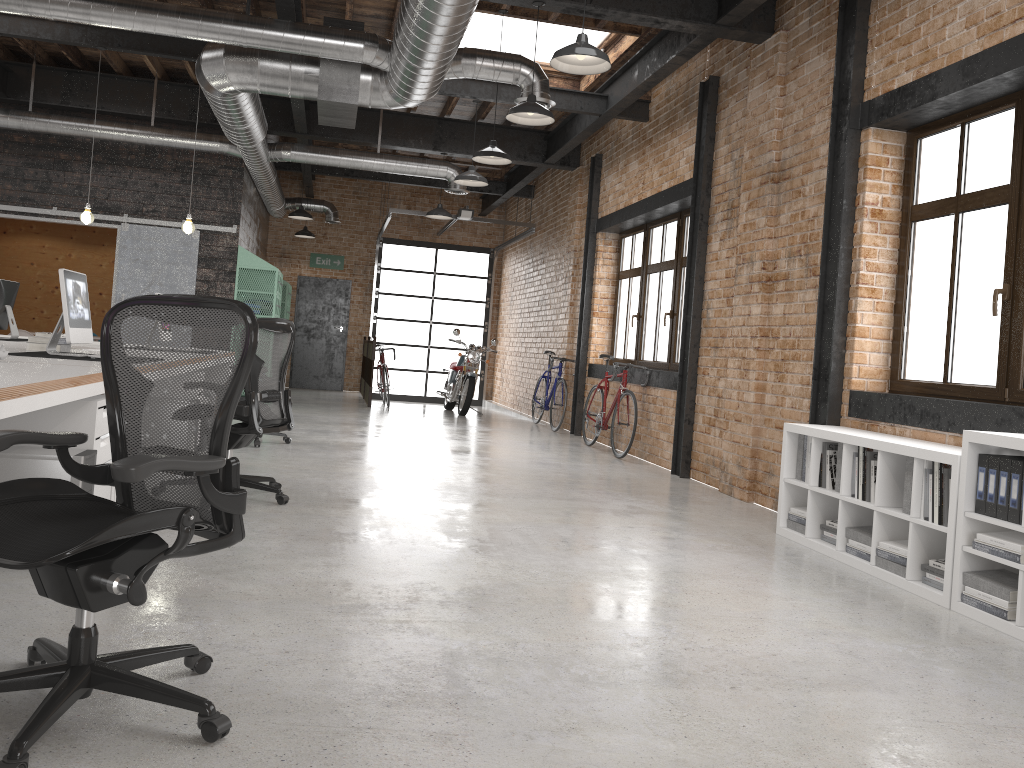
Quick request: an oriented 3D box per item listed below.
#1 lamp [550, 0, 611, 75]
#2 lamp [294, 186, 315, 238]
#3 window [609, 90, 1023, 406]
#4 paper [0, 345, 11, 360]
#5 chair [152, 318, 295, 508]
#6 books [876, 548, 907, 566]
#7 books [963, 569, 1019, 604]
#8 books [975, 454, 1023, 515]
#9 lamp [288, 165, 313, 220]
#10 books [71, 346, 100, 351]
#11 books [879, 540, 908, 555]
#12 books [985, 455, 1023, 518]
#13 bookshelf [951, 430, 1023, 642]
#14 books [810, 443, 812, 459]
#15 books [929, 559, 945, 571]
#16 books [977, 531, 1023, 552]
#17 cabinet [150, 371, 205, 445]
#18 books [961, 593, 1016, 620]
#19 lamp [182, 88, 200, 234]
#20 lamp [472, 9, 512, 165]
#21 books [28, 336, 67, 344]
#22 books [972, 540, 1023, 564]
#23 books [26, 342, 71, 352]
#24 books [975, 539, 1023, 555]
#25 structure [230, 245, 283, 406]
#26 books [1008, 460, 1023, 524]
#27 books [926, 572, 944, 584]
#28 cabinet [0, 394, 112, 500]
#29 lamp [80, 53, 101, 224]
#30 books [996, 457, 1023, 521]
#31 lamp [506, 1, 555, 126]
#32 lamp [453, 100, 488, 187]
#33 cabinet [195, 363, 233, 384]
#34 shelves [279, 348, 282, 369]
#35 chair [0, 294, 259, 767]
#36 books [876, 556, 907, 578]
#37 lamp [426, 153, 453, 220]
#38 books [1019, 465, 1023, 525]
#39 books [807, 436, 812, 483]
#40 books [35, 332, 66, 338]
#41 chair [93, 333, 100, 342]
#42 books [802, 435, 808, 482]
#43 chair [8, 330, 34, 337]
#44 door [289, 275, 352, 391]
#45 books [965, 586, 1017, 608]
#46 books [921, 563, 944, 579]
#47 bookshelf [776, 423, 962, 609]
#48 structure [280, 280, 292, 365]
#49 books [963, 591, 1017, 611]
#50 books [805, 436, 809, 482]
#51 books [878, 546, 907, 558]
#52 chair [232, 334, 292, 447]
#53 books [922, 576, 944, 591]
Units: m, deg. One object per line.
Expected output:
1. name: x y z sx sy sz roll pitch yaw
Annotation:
1. lamp: 0.453 -2.552 5.211 0.361 1.364 0.362 5 -1 -39
2. lamp: -3.547 -3.224 15.397 0.361 1.339 0.362 5 -1 -34
3. window: 2.147 -0.842 6.859 0.147 1.691 8.644 5 2 -12
4. paper: -2.983 -0.190 4.034 1.077 0.105 0.974 6 3 42
5. chair: -1.662 0.132 5.248 0.792 1.086 0.770 4 0 -3
6. books: 1.979 0.854 4.390 0.206 0.067 0.275 4 2 -12
7. books: 2.112 0.861 3.789 0.217 0.078 0.291 4 2 -12
8. books: 2.161 0.445 3.891 0.232 0.261 0.062 4 -1 -12
9. lamp: -3.046 -3.096 12.978 0.361 1.339 0.362 5 -1 -34
10. books: -3.103 -0.258 6.415 0.244 0.019 0.205 5 2 26
11. books: 1.987 0.810 4.380 0.214 0.052 0.252 4 2 -12
12. books: 2.174 0.448 3.829 0.232 0.261 0.062 4 -1 -12
13. bookshelf: 2.326 0.656 3.216 0.400 0.800 1.545 4 1 -12
14. books: 1.861 0.485 5.254 0.182 0.262 0.056 4 -1 -7
15. books: 2.086 0.843 4.076 0.198 0.054 0.240 4 2 -11
16. books: 2.138 0.661 3.727 0.214 0.046 0.251 4 2 -12
17. cabinet: -2.650 0.218 6.802 0.459 0.648 0.388 4 0 -12
18. books: 2.101 0.942 3.781 0.206 0.061 0.274 4 2 -12
19. lamp: -3.098 -2.301 8.650 0.123 1.679 0.123 5 -1 -14
20. lamp: -0.130 -2.701 8.025 0.362 1.364 0.362 4 -1 -4
21. books: -2.938 -0.281 5.683 0.193 0.044 0.257 5 2 6
22. books: 2.129 0.704 3.738 0.206 0.061 0.274 4 2 -12
23. books: -2.961 -0.235 5.663 0.200 0.050 0.272 4 2 -14
24. books: 2.136 0.679 3.731 0.219 0.034 0.260 4 2 -12
25. structure: -3.478 -0.771 12.102 0.556 2.101 1.118 5 0 -12
26. books: 2.200 0.455 3.702 0.232 0.261 0.062 4 -1 -12
27. books: 2.059 0.902 4.083 0.163 0.047 0.239 4 2 -11
28. cabinet: -2.048 0.372 3.900 0.459 0.648 0.388 4 0 -12
29. lamp: -3.996 -2.363 8.464 0.123 1.679 0.123 5 -1 -14
30. books: 2.187 0.452 3.765 0.232 0.261 0.062 4 -1 -12
31. lamp: 0.166 -2.368 6.503 0.362 0.857 0.361 4 0 11
32. lamp: -0.394 -2.511 9.201 0.362 0.857 0.361 4 0 6
33. cabinet: -3.085 0.107 8.900 0.459 0.648 0.388 4 0 -12
34. shelves: -3.809 -0.230 13.578 0.567 0.856 0.986 4 1 -12
35. chair: -1.022 0.293 2.238 0.771 1.086 0.792 4 0 12
36. books: 1.980 0.905 4.398 0.217 0.072 0.290 4 2 -12
37. lamp: -0.940 -2.650 11.832 0.361 0.857 0.362 5 0 -34
38. books: 2.213 0.458 3.639 0.232 0.261 0.062 4 -1 -12
39. books: 1.900 0.465 5.298 0.258 0.305 0.040 4 -1 -7
40. books: -2.951 -0.314 5.681 0.152 0.030 0.185 4 2 -14
41. chair: -6.856 -0.443 14.166 0.617 0.778 0.581 4 0 -17
42. books: 1.887 0.448 5.351 0.249 0.333 0.060 4 -1 -7
43. chair: -6.697 -0.357 12.178 0.617 0.778 0.581 4 0 -17
44. door: -3.599 -0.948 16.657 0.997 2.100 0.218 4 -1 -12
45. books: 2.109 0.898 3.770 0.214 0.046 0.251 4 2 -12
46. books: 2.083 0.875 4.101 0.222 0.055 0.282 4 2 -11
47. bookshelf: 2.001 0.633 4.735 0.400 0.685 1.545 4 2 -12
48. structure: -4.102 -0.930 15.110 0.556 2.101 1.118 5 0 -12
49. books: 2.108 0.916 3.774 0.219 0.034 0.260 4 2 -12
50. books: 1.897 0.459 5.320 0.265 0.315 0.025 4 -1 -7
51. books: 1.986 0.828 4.384 0.219 0.039 0.260 4 2 -12
52. chair: -2.345 -0.021 7.949 0.791 1.086 0.772 4 0 -33
53. books: 2.062 0.931 4.098 0.184 0.049 0.261 4 2 -11
